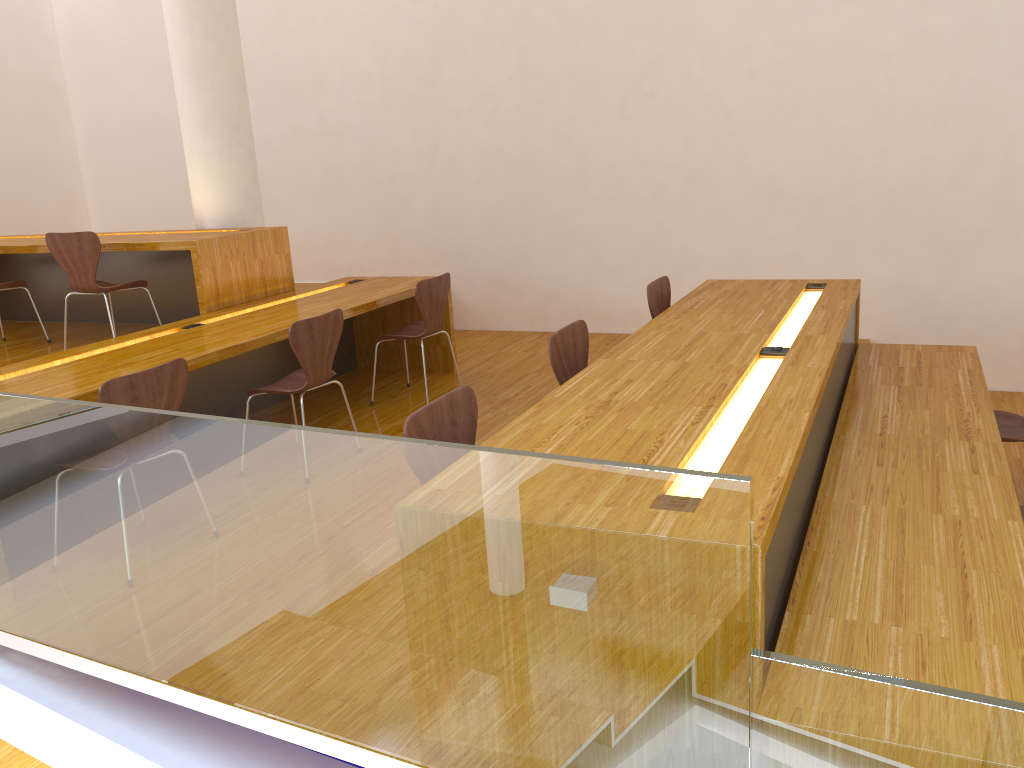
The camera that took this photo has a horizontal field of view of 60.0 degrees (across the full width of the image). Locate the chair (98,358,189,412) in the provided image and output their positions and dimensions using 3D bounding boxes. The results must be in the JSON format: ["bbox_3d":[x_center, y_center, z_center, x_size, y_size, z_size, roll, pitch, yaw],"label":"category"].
[{"bbox_3d":[-1.364,0.274,3.130,0.381,0.693,0.428,3,16,24],"label":"chair"}]

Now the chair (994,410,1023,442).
[{"bbox_3d":[2.037,0.218,3.748,0.381,0.693,0.428,3,16,24],"label":"chair"}]

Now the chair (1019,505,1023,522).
[{"bbox_3d":[1.622,0.504,2.748,0.381,0.693,0.428,3,16,24],"label":"chair"}]

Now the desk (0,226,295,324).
[{"bbox_3d":[-2.920,-0.619,5.650,3.185,0.606,0.760,3,16,24],"label":"desk"}]

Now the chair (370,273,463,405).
[{"bbox_3d":[-0.558,-0.259,4.984,0.381,0.693,0.428,3,16,24],"label":"chair"}]

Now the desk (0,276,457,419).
[{"bbox_3d":[-1.352,0.011,4.335,0.760,0.606,3.185,3,16,24],"label":"desk"}]

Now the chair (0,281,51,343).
[{"bbox_3d":[-3.116,-0.550,5.276,0.428,0.693,0.381,3,16,24],"label":"chair"}]

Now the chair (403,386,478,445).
[{"bbox_3d":[-0.016,0.386,2.359,0.381,0.693,0.428,3,16,24],"label":"chair"}]

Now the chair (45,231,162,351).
[{"bbox_3d":[-2.229,-0.506,4.883,0.428,0.693,0.381,3,16,24],"label":"chair"}]

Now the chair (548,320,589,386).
[{"bbox_3d":[0.375,0.139,3.213,0.381,0.693,0.428,3,16,24],"label":"chair"}]

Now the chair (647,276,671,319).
[{"bbox_3d":[0.860,-0.144,4.182,0.381,0.693,0.428,3,16,24],"label":"chair"}]

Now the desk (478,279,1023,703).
[{"bbox_3d":[1.000,0.330,3.135,1.285,0.918,3.236,3,16,24],"label":"desk"}]

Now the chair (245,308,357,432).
[{"bbox_3d":[-0.974,0.027,3.985,0.381,0.693,0.428,3,16,24],"label":"chair"}]
